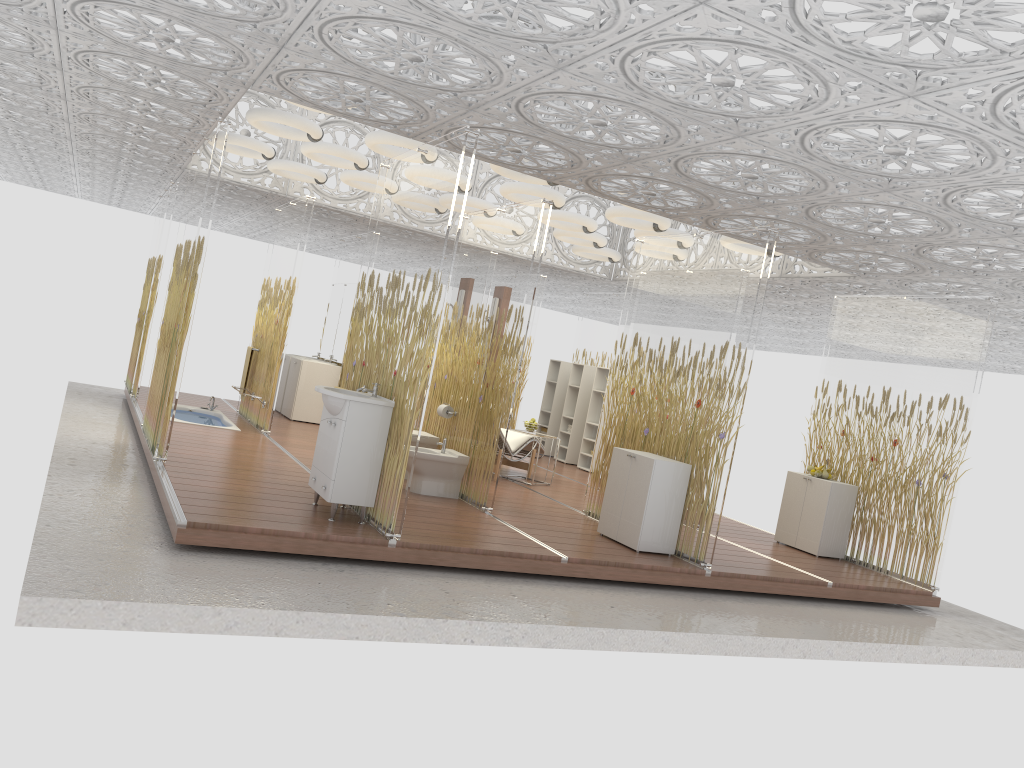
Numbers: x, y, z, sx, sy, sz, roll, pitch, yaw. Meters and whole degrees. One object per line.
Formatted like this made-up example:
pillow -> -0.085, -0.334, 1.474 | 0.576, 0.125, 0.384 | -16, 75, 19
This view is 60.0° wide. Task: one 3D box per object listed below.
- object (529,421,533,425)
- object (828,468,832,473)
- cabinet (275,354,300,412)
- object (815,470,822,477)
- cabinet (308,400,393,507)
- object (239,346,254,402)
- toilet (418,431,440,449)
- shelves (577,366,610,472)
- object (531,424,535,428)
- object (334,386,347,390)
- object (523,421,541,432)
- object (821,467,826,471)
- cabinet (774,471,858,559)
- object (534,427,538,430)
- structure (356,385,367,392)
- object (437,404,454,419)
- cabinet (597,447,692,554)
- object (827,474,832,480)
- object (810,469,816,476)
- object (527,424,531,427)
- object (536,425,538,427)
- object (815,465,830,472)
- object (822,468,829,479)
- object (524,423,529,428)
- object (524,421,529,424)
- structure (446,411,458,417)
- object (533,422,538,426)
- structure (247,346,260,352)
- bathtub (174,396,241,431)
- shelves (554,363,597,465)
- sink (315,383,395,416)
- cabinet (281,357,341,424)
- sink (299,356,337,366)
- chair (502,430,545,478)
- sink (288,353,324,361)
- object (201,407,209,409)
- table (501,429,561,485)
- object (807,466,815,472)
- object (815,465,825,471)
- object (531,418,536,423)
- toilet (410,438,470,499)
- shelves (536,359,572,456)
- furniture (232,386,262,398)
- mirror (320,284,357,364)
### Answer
object -> 0.209, 0.426, 9.773 | 0.047, 0.045, 0.047 | 11, 1, -25
object -> 3.100, 0.862, 8.832 | 0.186, 0.079, 0.051 | 12, 1, 42
cabinet -> -2.981, 0.018, 12.476 | 0.549, 0.782, 0.643 | 11, 1, -26
object -> 2.997, 0.877, 8.700 | 0.066, 0.065, 0.091 | 11, 1, -11
cabinet -> -1.101, 0.424, 6.004 | 0.316, 0.678, 0.580 | 11, 1, -26
object -> -3.169, -0.123, 10.573 | 0.042, 0.656, 0.283 | 11, 1, -26
toilet -> -1.074, 0.649, 8.347 | 0.611, 0.437, 0.401 | 11, 1, -26
shelves -> 1.290, 0.511, 12.489 | 0.344, 1.460, 0.366 | 11, 1, -26
object -> 0.228, 0.464, 9.776 | 0.047, 0.045, 0.047 | 11, 1, -22
object -> -1.288, 0.240, 6.583 | 0.042, 0.427, 0.295 | 11, 1, -35
object -> 0.210, 0.481, 9.833 | 0.206, 0.105, 0.206 | 11, 1, 19
object -> 3.059, 0.855, 8.789 | 0.032, 0.085, 0.186 | 11, 1, -15
cabinet -> 2.992, 1.280, 8.750 | 0.358, 0.712, 0.595 | 11, 1, -26
object -> 0.262, 0.490, 9.826 | 0.045, 0.042, 0.045 | 11, 1, -31
structure -> -1.202, 0.074, 6.542 | 0.115, 0.183, 0.405 | 11, 1, -28
object -> -0.609, 0.251, 8.118 | 0.115, 0.115, 0.131 | 11, 1, -26
cabinet -> 1.050, 0.923, 7.103 | 0.358, 0.712, 0.595 | 11, 1, -26
object -> 3.109, 0.911, 8.715 | 0.066, 0.055, 0.055 | 11, 1, 22
object -> 2.975, 0.875, 8.755 | 0.056, 0.066, 0.053 | 11, 1, -24
object -> 0.184, 0.459, 9.782 | 0.040, 0.040, 0.039 | 11, 1, -34
object -> 0.259, 0.459, 9.866 | 0.055, 0.048, 0.054 | 11, 1, -33
object -> 3.084, 0.851, 8.784 | 0.045, 0.064, 0.202 | 11, 1, -22
object -> 3.069, 0.875, 8.678 | 0.064, 0.097, 0.064 | 11, 1, -35
object -> 0.166, 0.453, 9.819 | 0.058, 0.058, 0.058 | 12, 1, 31
object -> 0.161, 0.434, 9.862 | 0.047, 0.048, 0.047 | 12, 1, 26
structure -> -0.576, 0.258, 8.113 | 0.080, 0.047, 0.215 | 11, 1, -26
object -> 0.258, 0.447, 9.811 | 0.050, 0.054, 0.055 | 12, 1, 33
structure -> -3.088, -0.421, 10.581 | 0.078, 0.047, 0.442 | 11, 1, -26
bathtub -> -3.565, 0.464, 10.010 | 0.700, 0.582, 1.700 | 11, 1, -26
shelves -> 0.989, 0.442, 13.121 | 0.344, 1.460, 0.366 | 11, 1, -26
sink -> -1.096, 0.093, 5.968 | 0.454, 0.263, 0.603 | 11, 1, -26
cabinet -> -2.673, 0.088, 11.830 | 0.549, 0.782, 0.643 | 11, 1, -26
sink -> -2.589, -0.271, 11.834 | 0.499, 0.266, 0.573 | 11, 1, -23
chair -> -0.184, 0.606, 9.930 | 0.635, 0.811, 1.787 | 11, 1, 24
sink -> -2.896, -0.341, 12.479 | 0.499, 0.266, 0.573 | 11, 1, -29
object -> -3.742, 0.294, 10.791 | 0.108, 0.011, 0.065 | 11, 1, -17
table -> 0.213, 0.812, 9.853 | 0.420, 0.535, 0.420 | 12, 1, 34
object -> 2.972, 0.848, 8.815 | 0.077, 0.067, 0.078 | 11, 1, -25
object -> 3.033, 0.827, 8.776 | 0.035, 0.084, 0.200 | 11, 1, -4
object -> 0.234, 0.405, 9.830 | 0.055, 0.056, 0.055 | 11, 1, -26
toilet -> -0.745, 0.695, 7.667 | 0.611, 0.506, 0.401 | 11, 1, -26
shelves -> 0.688, 0.374, 13.753 | 0.344, 1.460, 0.366 | 11, 1, -26
furniture -> -2.955, 0.087, 9.856 | 0.178, 0.014, 0.977 | 11, 1, -26
mirror -> -2.396, -0.854, 12.258 | 0.009, 1.081, 1.422 | 11, 1, -26
